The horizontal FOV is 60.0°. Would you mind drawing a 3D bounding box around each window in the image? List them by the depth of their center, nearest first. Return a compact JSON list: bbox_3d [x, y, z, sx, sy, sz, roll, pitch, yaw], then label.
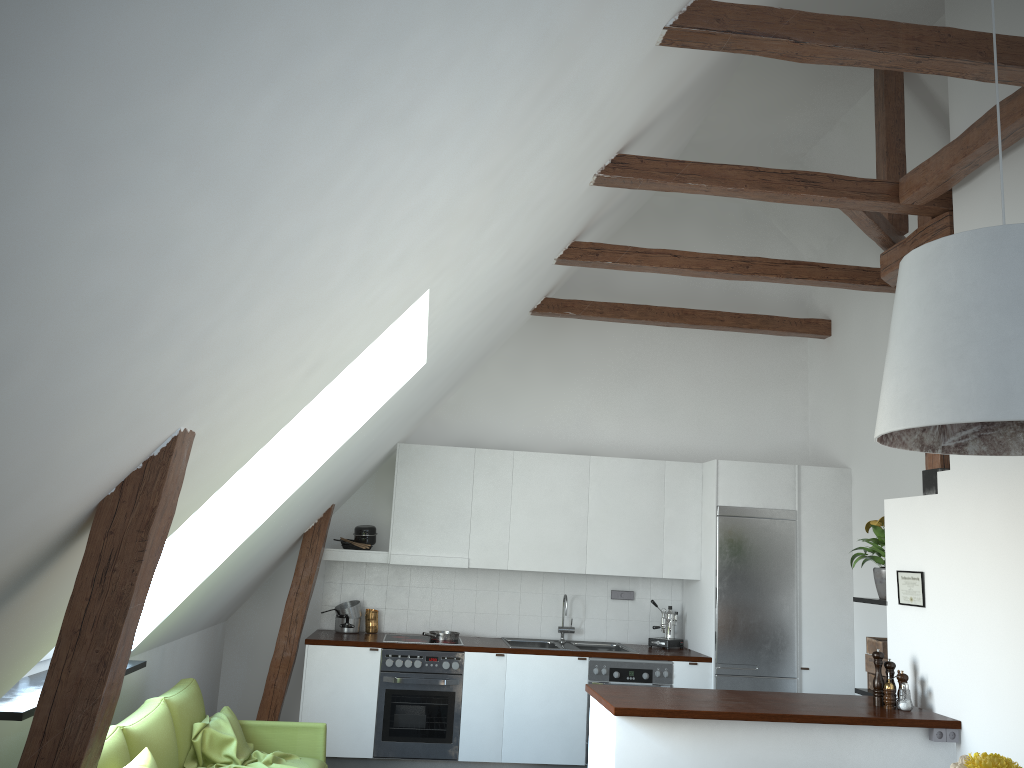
[{"bbox_3d":[1.258,-1.219,1.186,5.959,4.249,8.018,4,-11,-5],"label":"window"}]

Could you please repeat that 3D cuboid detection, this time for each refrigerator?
[{"bbox_3d":[1.790,1.849,6.501,0.609,1.868,0.031,4,-11,-5],"label":"refrigerator"}]

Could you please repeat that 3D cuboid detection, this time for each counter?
[{"bbox_3d":[0.306,1.778,5.567,3.365,0.038,3.085,4,-11,-5],"label":"counter"}]

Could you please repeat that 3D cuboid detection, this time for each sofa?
[{"bbox_3d":[-1.324,1.854,3.839,0.898,0.825,2.093,4,-11,-6],"label":"sofa"}]

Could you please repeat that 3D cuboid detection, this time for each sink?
[{"bbox_3d":[0.430,1.881,6.767,0.963,0.519,0.671,4,-11,-5],"label":"sink"}]

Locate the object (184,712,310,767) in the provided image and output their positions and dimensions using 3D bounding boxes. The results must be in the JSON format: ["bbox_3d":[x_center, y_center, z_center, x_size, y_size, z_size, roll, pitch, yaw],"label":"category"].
[{"bbox_3d":[-1.267,1.955,4.474,0.722,0.493,0.711,5,-11,-10],"label":"object"}]

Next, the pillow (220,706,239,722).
[{"bbox_3d":[-1.488,1.852,4.596,0.210,0.275,0.462,5,-11,-7],"label":"pillow"}]

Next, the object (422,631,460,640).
[{"bbox_3d":[-0.562,1.885,6.671,0.351,0.061,0.232,10,-13,-31],"label":"object"}]

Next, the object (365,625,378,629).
[{"bbox_3d":[-1.087,1.886,6.864,0.100,0.048,0.099,1,-11,13],"label":"object"}]

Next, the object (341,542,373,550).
[{"bbox_3d":[-1.188,1.251,6.833,0.243,0.056,0.350,6,-11,-16],"label":"object"}]

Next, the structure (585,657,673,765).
[{"bbox_3d":[0.815,2.388,6.566,0.612,0.725,0.582,4,-11,-5],"label":"structure"}]

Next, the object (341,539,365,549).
[{"bbox_3d":[-1.221,1.222,6.781,0.065,0.065,0.332,11,-14,-37],"label":"object"}]

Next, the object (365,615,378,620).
[{"bbox_3d":[-1.089,1.808,6.876,0.100,0.036,0.100,12,-14,-38],"label":"object"}]

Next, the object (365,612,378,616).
[{"bbox_3d":[-1.088,1.792,6.879,0.100,0.036,0.100,-1,-12,23],"label":"object"}]

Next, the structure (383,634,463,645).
[{"bbox_3d":[-0.660,1.913,6.571,0.574,0.041,0.504,4,-11,-5],"label":"structure"}]

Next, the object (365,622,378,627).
[{"bbox_3d":[-1.088,1.868,6.868,0.099,0.051,0.099,7,-11,-19],"label":"object"}]

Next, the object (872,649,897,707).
[{"bbox_3d":[1.928,1.519,4.592,0.123,0.283,0.061,4,-11,-5],"label":"object"}]

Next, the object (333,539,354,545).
[{"bbox_3d":[-1.262,1.238,6.867,0.357,0.075,0.244,10,-13,-34],"label":"object"}]

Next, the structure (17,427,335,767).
[{"bbox_3d":[-1.237,0.643,0.422,1.023,1.963,12.350,4,-11,-5],"label":"structure"}]

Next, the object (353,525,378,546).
[{"bbox_3d":[-1.145,1.182,6.915,0.190,0.166,0.200,13,-14,-42],"label":"object"}]

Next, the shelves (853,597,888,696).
[{"bbox_3d":[2.389,1.543,5.127,0.660,0.553,0.408,4,-11,-5],"label":"shelves"}]

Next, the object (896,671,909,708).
[{"bbox_3d":[1.998,1.562,4.534,0.058,0.184,0.058,5,-11,-9],"label":"object"}]

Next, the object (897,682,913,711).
[{"bbox_3d":[1.975,1.571,4.459,0.069,0.135,0.069,9,-12,-30],"label":"object"}]

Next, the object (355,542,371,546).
[{"bbox_3d":[-1.187,1.230,6.839,0.335,0.031,0.065,-6,-14,41],"label":"object"}]

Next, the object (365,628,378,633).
[{"bbox_3d":[-1.086,1.907,6.861,0.100,0.036,0.100,5,-11,-9],"label":"object"}]

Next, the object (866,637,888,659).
[{"bbox_3d":[2.276,1.540,5.160,0.329,0.101,0.287,2,-11,5],"label":"object"}]

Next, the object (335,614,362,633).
[{"bbox_3d":[-1.227,1.820,6.757,0.200,0.154,0.348,8,-12,-25],"label":"object"}]

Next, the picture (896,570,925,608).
[{"bbox_3d":[2.122,1.088,4.716,0.023,0.182,0.250,4,-11,-5],"label":"picture"}]

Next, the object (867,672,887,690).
[{"bbox_3d":[2.263,1.735,5.113,0.329,0.101,0.287,2,-11,5],"label":"object"}]

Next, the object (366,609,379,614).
[{"bbox_3d":[-1.086,1.772,6.882,0.100,0.047,0.099,5,-11,-10],"label":"object"}]

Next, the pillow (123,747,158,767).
[{"bbox_3d":[-1.134,1.531,3.133,0.600,0.387,0.475,5,-11,-8],"label":"pillow"}]

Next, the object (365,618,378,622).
[{"bbox_3d":[-1.090,1.827,6.876,0.099,0.057,0.101,2,-11,6],"label":"object"}]

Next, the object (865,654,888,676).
[{"bbox_3d":[2.269,1.638,5.131,0.287,0.101,0.329,5,-11,-10],"label":"object"}]

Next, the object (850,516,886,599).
[{"bbox_3d":[2.279,1.041,5.303,0.493,0.486,0.506,0,-11,14],"label":"object"}]

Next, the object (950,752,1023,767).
[{"bbox_3d":[1.209,1.118,2.215,0.233,0.365,0.293,10,-13,-34],"label":"object"}]

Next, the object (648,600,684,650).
[{"bbox_3d":[1.193,1.889,6.989,0.206,0.370,0.353,-6,-14,40],"label":"object"}]

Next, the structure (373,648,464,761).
[{"bbox_3d":[-0.679,2.300,6.512,0.583,0.725,0.749,4,-11,-5],"label":"structure"}]

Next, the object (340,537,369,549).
[{"bbox_3d":[-1.209,1.217,6.793,0.331,0.077,0.061,-7,-15,42],"label":"object"}]

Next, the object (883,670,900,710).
[{"bbox_3d":[1.923,1.547,4.501,0.080,0.192,0.058,7,-12,-21],"label":"object"}]

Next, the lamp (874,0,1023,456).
[{"bbox_3d":[1.434,-1.224,2.638,0.697,2.813,0.757,-7,-15,44],"label":"lamp"}]

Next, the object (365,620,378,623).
[{"bbox_3d":[-1.089,1.848,6.873,0.099,0.043,0.100,7,-11,-17],"label":"object"}]

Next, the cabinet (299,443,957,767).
[{"bbox_3d":[0.747,1.539,5.682,4.208,2.369,3.033,4,-11,-5],"label":"cabinet"}]

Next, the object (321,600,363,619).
[{"bbox_3d":[-1.322,1.741,6.792,0.371,0.169,0.203,10,-13,-32],"label":"object"}]
